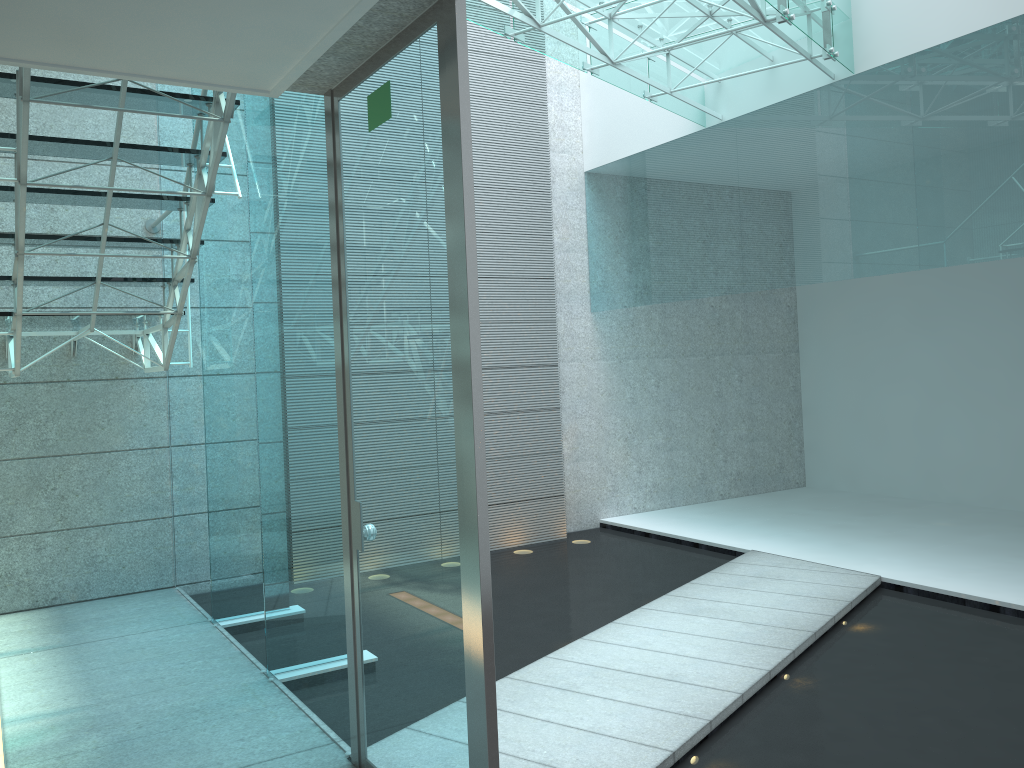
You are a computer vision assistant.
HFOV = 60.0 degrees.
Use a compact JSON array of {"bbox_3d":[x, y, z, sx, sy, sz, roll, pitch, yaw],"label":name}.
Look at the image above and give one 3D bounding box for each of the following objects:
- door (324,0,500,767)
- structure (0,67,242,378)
[{"bbox_3d":[-0.277,0.115,2.362,0.076,2.065,0.864,-2,-1,-31],"label":"door"},{"bbox_3d":[-2.050,-1.797,3.274,1.911,6.011,3.292,-2,-1,-31],"label":"structure"}]
